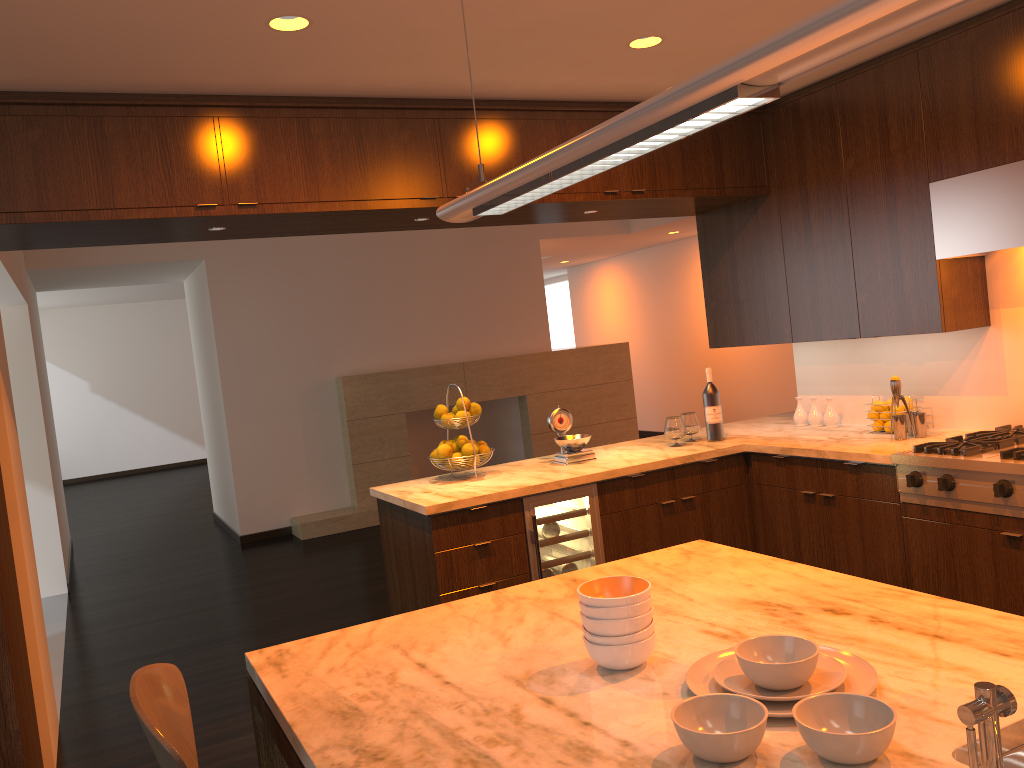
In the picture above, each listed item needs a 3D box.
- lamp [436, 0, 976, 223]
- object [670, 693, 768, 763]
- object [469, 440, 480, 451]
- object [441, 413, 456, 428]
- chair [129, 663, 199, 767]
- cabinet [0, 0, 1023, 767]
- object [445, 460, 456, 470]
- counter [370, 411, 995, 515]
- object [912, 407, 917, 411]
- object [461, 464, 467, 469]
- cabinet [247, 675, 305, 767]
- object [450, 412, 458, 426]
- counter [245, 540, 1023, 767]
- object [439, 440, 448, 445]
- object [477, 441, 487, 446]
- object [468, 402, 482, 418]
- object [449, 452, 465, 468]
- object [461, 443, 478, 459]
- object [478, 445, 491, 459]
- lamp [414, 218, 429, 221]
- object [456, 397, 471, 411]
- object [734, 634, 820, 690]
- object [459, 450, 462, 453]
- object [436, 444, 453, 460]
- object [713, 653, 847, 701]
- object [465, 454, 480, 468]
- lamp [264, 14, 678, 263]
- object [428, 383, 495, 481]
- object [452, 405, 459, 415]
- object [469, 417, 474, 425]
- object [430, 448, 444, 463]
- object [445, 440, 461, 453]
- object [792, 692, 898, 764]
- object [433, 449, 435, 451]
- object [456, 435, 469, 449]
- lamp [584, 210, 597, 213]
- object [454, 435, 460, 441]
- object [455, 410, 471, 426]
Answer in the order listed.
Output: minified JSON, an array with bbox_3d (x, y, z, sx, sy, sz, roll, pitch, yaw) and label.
[{"bbox_3d":[0.372,-0.765,0.999,0.120,0.765,2.465,-8,3,-26],"label":"lamp"},{"bbox_3d":[0.302,0.504,1.283,0.138,0.059,0.139,-7,3,0],"label":"object"},{"bbox_3d":[-0.192,0.303,4.262,0.070,0.072,0.071,-5,3,28],"label":"object"},{"bbox_3d":[-0.302,0.176,4.247,0.078,0.072,0.077,-5,3,30],"label":"object"},{"bbox_3d":[-0.343,0.988,1.593,0.506,1.047,0.520,-8,3,-21],"label":"chair"},{"bbox_3d":[0.821,-0.147,1.976,7.728,2.997,5.521,-8,3,-26],"label":"cabinet"},{"bbox_3d":[-0.290,0.377,4.242,0.063,0.069,0.070,-5,3,27],"label":"object"},{"bbox_3d":[1.519,0.314,3.384,3.187,0.038,3.616,-8,3,-26],"label":"counter"},{"bbox_3d":[1.876,0.137,4.165,0.061,0.054,0.053,-9,3,-37],"label":"object"},{"bbox_3d":[-0.231,0.380,4.283,0.062,0.062,0.062,-6,3,18],"label":"object"},{"bbox_3d":[0.616,0.987,1.073,1.281,0.876,2.713,-8,3,-26],"label":"cabinet"},{"bbox_3d":[-0.284,0.169,4.317,0.070,0.068,0.062,-5,3,24],"label":"object"},{"bbox_3d":[0.564,0.534,1.052,1.280,0.038,2.711,-8,3,-26],"label":"counter"},{"bbox_3d":[-0.320,0.305,4.284,0.067,0.071,0.069,-6,3,10],"label":"object"},{"bbox_3d":[-0.149,0.307,4.350,0.055,0.057,0.056,-6,3,20],"label":"object"},{"bbox_3d":[-0.181,0.125,4.244,0.071,0.074,0.070,-7,3,-4],"label":"object"},{"bbox_3d":[-0.259,0.359,4.177,0.078,0.076,0.078,-9,3,-38],"label":"object"},{"bbox_3d":[-0.199,0.313,4.159,0.077,0.074,0.078,-7,3,-10],"label":"object"},{"bbox_3d":[-0.140,0.329,4.297,0.073,0.072,0.071,-6,3,18],"label":"object"},{"bbox_3d":[-0.407,-0.741,3.993,0.068,0.004,0.068,-4,4,45],"label":"lamp"},{"bbox_3d":[-0.231,0.096,4.220,0.068,0.072,0.071,-6,3,20],"label":"object"},{"bbox_3d":[0.446,0.472,1.486,0.138,0.059,0.139,-7,3,0],"label":"object"},{"bbox_3d":[-0.268,0.326,4.294,0.058,0.063,0.062,-8,3,-29],"label":"object"},{"bbox_3d":[-0.315,0.319,4.159,0.068,0.077,0.079,-4,4,40],"label":"object"},{"bbox_3d":[0.448,0.493,1.487,0.216,0.025,0.217,-7,3,-9],"label":"object"},{"bbox_3d":[-0.192,0.361,4.225,0.078,0.075,0.078,-4,4,42],"label":"object"},{"bbox_3d":[-0.489,-1.503,8.763,5.868,0.171,16.431,-8,3,-26],"label":"lamp"},{"bbox_3d":[-0.256,0.226,4.268,0.324,0.461,0.324,-5,3,23],"label":"object"},{"bbox_3d":[-0.260,0.126,4.274,0.061,0.063,0.062,-7,3,-1],"label":"object"},{"bbox_3d":[-0.217,0.163,4.286,0.071,0.072,0.071,-6,3,6],"label":"object"},{"bbox_3d":[-0.353,0.342,4.229,0.077,0.077,0.077,-7,3,-14],"label":"object"},{"bbox_3d":[-0.282,0.303,4.218,0.077,0.075,0.077,-4,3,38],"label":"object"},{"bbox_3d":[0.466,0.487,1.239,0.138,0.059,0.139,-7,3,0],"label":"object"},{"bbox_3d":[-0.357,0.347,4.310,0.068,0.069,0.065,-4,4,41],"label":"object"},{"bbox_3d":[-0.235,0.274,4.194,0.060,0.063,0.062,-7,3,-18],"label":"object"},{"bbox_3d":[0.388,-0.851,4.379,0.068,0.004,0.068,-4,4,45],"label":"lamp"},{"bbox_3d":[-0.250,0.273,4.272,0.063,0.059,0.061,-6,3,8],"label":"object"},{"bbox_3d":[-0.232,0.161,4.210,0.078,0.077,0.077,-7,3,-9],"label":"object"}]
